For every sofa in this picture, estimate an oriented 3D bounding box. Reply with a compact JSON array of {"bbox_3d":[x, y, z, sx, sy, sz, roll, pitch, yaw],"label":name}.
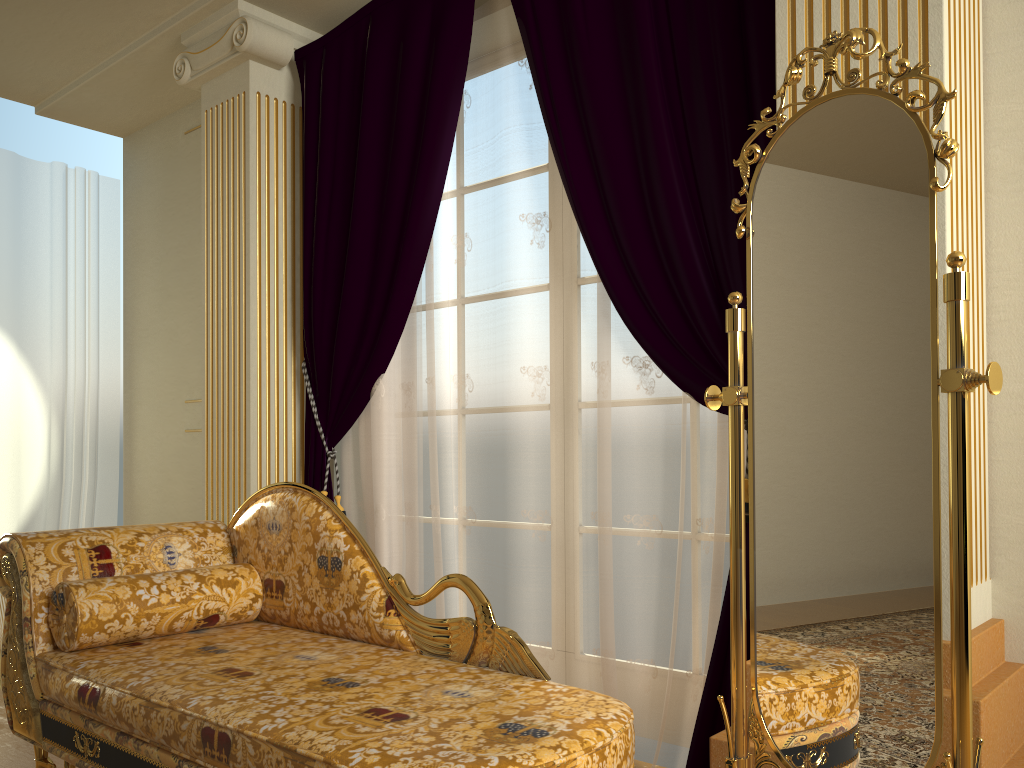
[{"bbox_3d":[-0.586,0.686,2.177,1.896,0.869,0.694,-4,-4,41],"label":"sofa"}]

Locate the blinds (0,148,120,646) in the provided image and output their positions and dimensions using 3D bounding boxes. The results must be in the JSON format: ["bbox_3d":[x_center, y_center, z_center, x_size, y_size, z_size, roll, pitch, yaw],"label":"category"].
[{"bbox_3d":[-2.858,0.046,4.072,0.164,2.501,2.168,-1,-2,43],"label":"blinds"}]

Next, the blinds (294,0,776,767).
[{"bbox_3d":[-0.012,-0.138,2.963,2.238,2.648,0.339,-3,-2,42],"label":"blinds"}]

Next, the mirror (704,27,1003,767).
[{"bbox_3d":[0.577,0.215,1.571,0.243,1.697,0.542,0,-1,-39],"label":"mirror"}]
